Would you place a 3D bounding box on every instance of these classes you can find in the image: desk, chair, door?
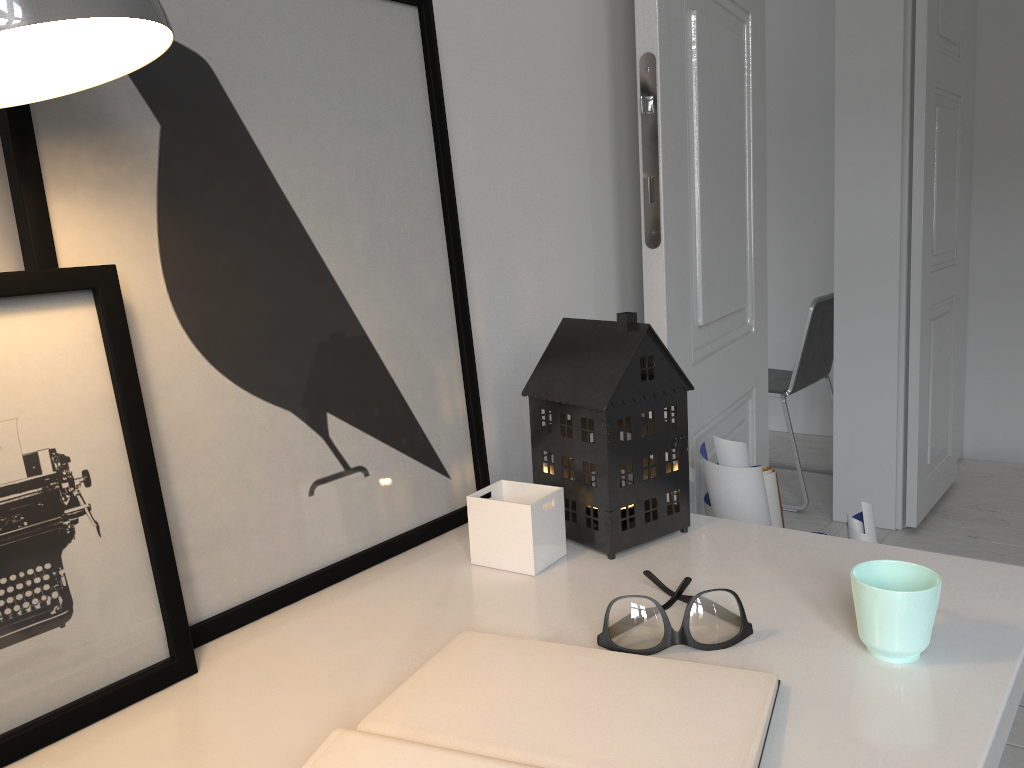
[{"bbox_3d":[-0.055,0.630,0.660,0.641,0.776,1.163,4,13,37],"label":"desk"},{"bbox_3d":[1.046,0.029,3.619,0.525,0.797,0.562,4,12,37],"label":"chair"},{"bbox_3d":[1.505,-0.709,3.108,0.034,2.325,0.667,4,12,37],"label":"door"},{"bbox_3d":[0.351,-0.363,1.544,0.034,2.325,0.678,2,11,28],"label":"door"}]

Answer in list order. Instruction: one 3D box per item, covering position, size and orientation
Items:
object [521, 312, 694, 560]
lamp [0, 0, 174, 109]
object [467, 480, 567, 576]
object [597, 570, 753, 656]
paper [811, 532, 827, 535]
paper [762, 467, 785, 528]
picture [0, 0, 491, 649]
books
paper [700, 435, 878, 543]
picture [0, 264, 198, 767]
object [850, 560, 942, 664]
[{"bbox_3d":[0.105,0.044,0.973,0.135,0.248,0.135,-11,12,-36],"label":"object"},{"bbox_3d":[-0.382,-0.001,0.380,0.164,0.745,0.569,3,12,33],"label":"lamp"},{"bbox_3d":[0.005,0.147,0.923,0.078,0.073,0.065,3,12,33],"label":"object"},{"bbox_3d":[0.147,0.185,0.747,0.114,0.047,0.133,1,11,25],"label":"object"},{"bbox_3d":[0.552,0.540,1.570,0.060,0.553,0.153,-5,10,-7],"label":"paper"},{"bbox_3d":[0.485,0.484,1.598,0.073,0.669,0.181,-9,11,-30],"label":"paper"},{"bbox_3d":[-0.213,-0.104,0.865,0.062,0.614,0.493,4,12,37],"label":"picture"},{"bbox_3d":[0.024,0.238,0.537,0.291,0.029,0.358,1,11,23],"label":"books"},{"bbox_3d":[0.514,0.441,1.474,0.431,0.793,0.181,-5,10,-9],"label":"paper"},{"bbox_3d":[-0.368,0.093,0.611,0.062,0.333,0.261,4,12,37],"label":"picture"},{"bbox_3d":[0.301,0.177,0.692,0.064,0.065,0.082,4,12,36],"label":"object"}]
